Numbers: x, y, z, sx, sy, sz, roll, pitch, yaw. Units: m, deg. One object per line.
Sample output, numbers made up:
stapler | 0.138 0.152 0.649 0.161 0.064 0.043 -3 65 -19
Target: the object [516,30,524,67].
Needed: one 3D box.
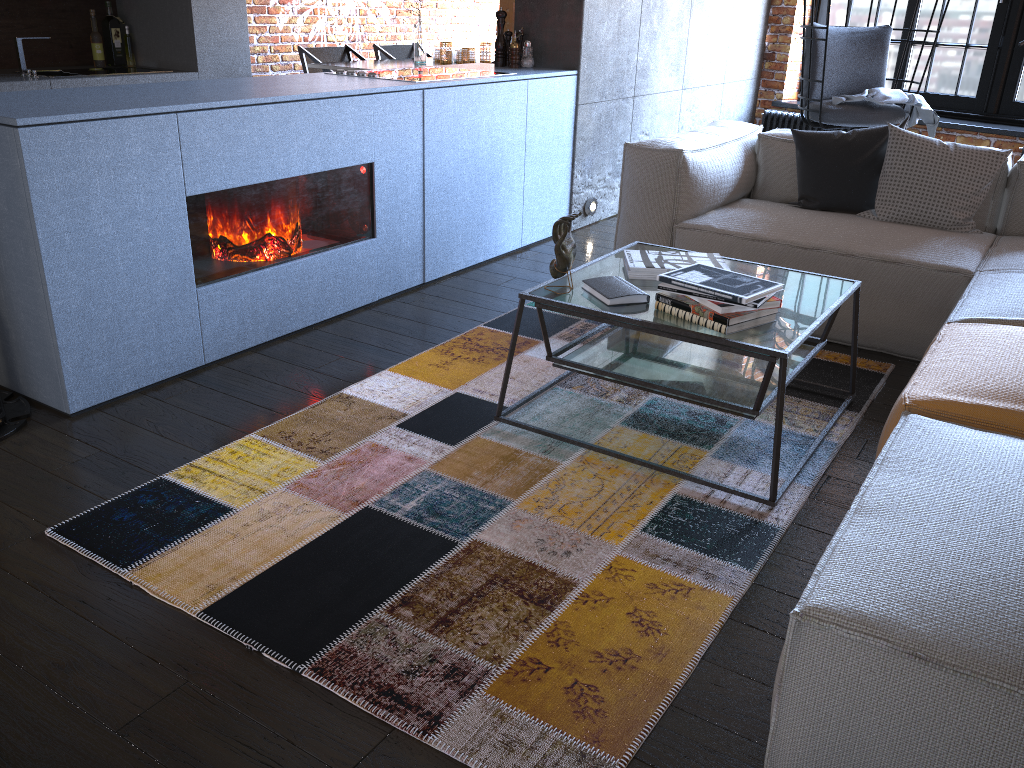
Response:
object | 0.039 -1.747 4.616 0.048 0.180 0.048 8 24 14

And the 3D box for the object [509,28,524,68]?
object | 0.025 -1.720 4.538 0.081 0.193 0.058 -5 25 -16

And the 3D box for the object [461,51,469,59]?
object | -0.343 -2.394 6.475 0.060 0.073 0.060 -9 26 -25

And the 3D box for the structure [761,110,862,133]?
structure | 2.243 -1.682 6.416 0.106 0.477 1.113 -17 30 -37

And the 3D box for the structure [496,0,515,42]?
structure | 0.768 -2.677 5.800 0.205 2.387 2.825 16 27 29

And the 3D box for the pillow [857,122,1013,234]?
pillow | 1.681 -0.817 3.529 0.543 0.403 0.250 8 24 13

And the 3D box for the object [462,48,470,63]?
object | -0.331 -2.337 6.311 0.061 0.099 0.061 -6 25 -19

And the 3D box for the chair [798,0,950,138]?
chair | 1.948 -2.433 4.633 0.802 2.226 0.681 -3 24 -12

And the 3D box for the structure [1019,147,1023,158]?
structure | 3.455 -1.079 5.126 0.106 0.477 1.113 -17 30 -37

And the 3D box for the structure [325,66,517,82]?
structure | -0.395 -1.394 4.012 0.504 0.057 0.762 16 27 29

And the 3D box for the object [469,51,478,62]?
object | -0.283 -2.404 6.502 0.060 0.073 0.060 0 24 -6

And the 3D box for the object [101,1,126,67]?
object | -2.415 -2.129 5.399 0.095 0.370 0.109 16 27 29

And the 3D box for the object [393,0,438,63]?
object | -0.620 -2.557 6.024 0.194 0.710 0.442 -18 31 -39

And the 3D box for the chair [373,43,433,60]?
chair | -0.704 -2.235 6.995 0.610 0.820 0.494 16 27 29

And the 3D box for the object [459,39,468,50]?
object | -0.355 -2.479 6.487 0.060 0.073 0.060 6 24 8

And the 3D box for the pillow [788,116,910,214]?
pillow | 1.411 -0.918 3.706 0.538 0.418 0.238 11 25 19

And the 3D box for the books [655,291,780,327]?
books | 0.544 -0.216 2.356 0.209 0.023 0.251 -16 29 -35

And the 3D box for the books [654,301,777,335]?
books | 0.543 -0.196 2.366 0.209 0.024 0.247 -16 29 -35

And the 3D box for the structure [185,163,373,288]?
structure | -0.927 -0.593 3.228 0.332 0.395 0.942 16 27 29

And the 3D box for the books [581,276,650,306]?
books | 0.289 -0.264 2.494 0.129 0.029 0.181 -6 25 -19

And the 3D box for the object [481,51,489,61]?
object | -0.200 -2.411 6.526 0.060 0.073 0.060 -9 26 -25

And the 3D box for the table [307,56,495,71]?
table | -0.459 -1.942 6.443 0.904 0.739 1.884 16 27 29

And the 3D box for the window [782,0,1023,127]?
window | 3.255 -2.648 5.589 0.177 2.238 3.288 -17 30 -37

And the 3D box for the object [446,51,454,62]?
object | -0.447 -2.346 6.355 0.060 0.073 0.060 -9 26 -25

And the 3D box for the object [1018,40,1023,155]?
object | 2.897 -1.479 4.737 0.616 1.475 0.569 -12 27 -29

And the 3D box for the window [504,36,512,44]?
window | 0.885 -3.735 7.898 0.177 2.238 3.140 -17 30 -37

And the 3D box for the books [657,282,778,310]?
books | 0.547 -0.254 2.343 0.267 0.014 0.196 15 27 28

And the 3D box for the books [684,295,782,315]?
books | 0.564 -0.241 2.360 0.190 0.023 0.239 -8 25 -22

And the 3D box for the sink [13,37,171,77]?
sink | -2.400 -1.820 5.037 0.381 0.287 0.826 16 27 29

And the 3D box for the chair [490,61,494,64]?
chair | -0.218 -1.723 5.854 0.610 0.820 0.494 16 27 29

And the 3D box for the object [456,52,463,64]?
object | -0.366 -2.285 6.213 0.049 0.080 0.049 8 24 14

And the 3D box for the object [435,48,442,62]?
object | -0.528 -2.358 6.357 0.054 0.088 0.053 -9 26 -23

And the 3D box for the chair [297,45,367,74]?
chair | -1.132 -1.984 6.377 0.610 0.820 0.494 16 27 29

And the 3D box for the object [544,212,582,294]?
object | 0.149 -0.366 2.471 0.093 0.223 0.099 -6 25 -17

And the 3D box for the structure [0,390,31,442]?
structure | 2.315 -0.487 1.228 8.512 2.399 0.480 7 24 12

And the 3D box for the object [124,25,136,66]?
object | -2.370 -2.092 5.488 0.047 0.235 0.047 10 25 17

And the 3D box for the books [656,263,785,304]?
books | 0.548 -0.268 2.337 0.267 0.014 0.196 22 31 39

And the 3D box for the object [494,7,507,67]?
object | -0.059 -1.781 4.558 0.060 0.283 0.060 -19 31 -40

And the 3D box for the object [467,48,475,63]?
object | -0.293 -2.366 6.381 0.061 0.099 0.061 20 29 35

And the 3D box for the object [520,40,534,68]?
object | 0.081 -1.701 4.570 0.069 0.135 0.069 7 24 11

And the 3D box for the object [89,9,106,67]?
object | -2.490 -2.068 5.310 0.063 0.324 0.063 -2 24 -9

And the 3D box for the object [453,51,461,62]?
object | -0.396 -2.360 6.392 0.060 0.073 0.060 -9 26 -25

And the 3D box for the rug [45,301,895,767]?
rug | 0.148 0.135 2.609 1.431 0.013 2.360 16 27 29

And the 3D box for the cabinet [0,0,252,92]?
cabinet | -3.072 -1.609 4.100 0.713 1.812 4.167 16 27 29

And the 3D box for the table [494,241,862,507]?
table | 0.536 -0.105 2.668 0.841 0.389 0.847 16 27 29

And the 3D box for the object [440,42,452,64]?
object | -0.464 -2.326 6.223 0.086 0.140 0.085 4 24 4

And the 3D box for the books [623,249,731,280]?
books | 0.506 -0.367 2.746 0.309 0.038 0.225 3 23 2

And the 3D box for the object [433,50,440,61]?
object | -0.546 -2.380 6.424 0.060 0.073 0.060 -9 26 -25

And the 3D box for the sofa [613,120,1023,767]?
sofa | 1.144 -0.201 2.666 2.534 0.699 3.295 16 27 28

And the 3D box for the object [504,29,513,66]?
object | -0.021 -1.757 4.635 0.048 0.180 0.048 -1 24 -8

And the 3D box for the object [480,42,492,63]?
object | -0.187 -2.365 6.338 0.086 0.140 0.085 11 25 20

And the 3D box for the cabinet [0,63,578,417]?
cabinet | -0.727 -0.823 3.707 0.607 0.846 2.955 16 27 29
